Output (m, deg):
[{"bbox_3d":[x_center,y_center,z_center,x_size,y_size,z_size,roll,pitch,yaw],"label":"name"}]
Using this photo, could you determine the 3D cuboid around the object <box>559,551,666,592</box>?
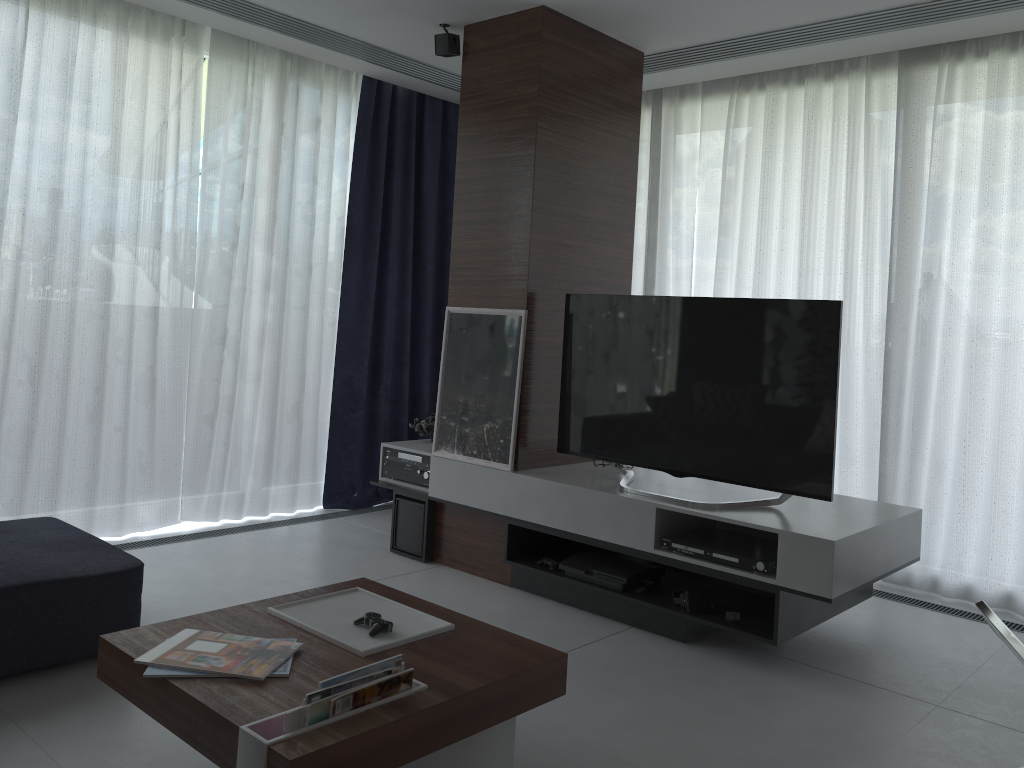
[{"bbox_3d":[0.410,0.758,3.609,0.315,0.067,0.313,7,5,42],"label":"object"}]

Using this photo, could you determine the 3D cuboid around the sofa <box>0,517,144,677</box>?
[{"bbox_3d":[-1.495,0.626,1.907,2.882,0.608,1.896,7,5,42],"label":"sofa"}]

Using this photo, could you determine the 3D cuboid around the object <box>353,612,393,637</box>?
[{"bbox_3d":[-0.352,0.608,2.254,0.070,0.036,0.113,1,4,-35],"label":"object"}]

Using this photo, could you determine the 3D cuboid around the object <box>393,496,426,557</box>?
[{"bbox_3d":[-0.410,0.682,4.309,0.214,0.251,0.254,4,2,42],"label":"object"}]

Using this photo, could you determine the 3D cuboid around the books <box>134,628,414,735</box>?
[{"bbox_3d":[2.989,1.016,0.578,8.250,0.373,0.405,5,2,21],"label":"books"}]

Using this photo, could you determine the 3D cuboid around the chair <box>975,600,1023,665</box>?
[{"bbox_3d":[0.971,0.756,1.314,0.464,0.709,0.395,3,0,15],"label":"chair"}]

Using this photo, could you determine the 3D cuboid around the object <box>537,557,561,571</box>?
[{"bbox_3d":[0.163,0.753,3.716,0.070,0.036,0.113,1,4,-35],"label":"object"}]

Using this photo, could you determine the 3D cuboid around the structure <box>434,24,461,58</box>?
[{"bbox_3d":[-0.311,-1.647,4.255,0.085,0.142,0.114,3,1,32],"label":"structure"}]

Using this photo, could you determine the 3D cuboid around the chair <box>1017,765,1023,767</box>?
[{"bbox_3d":[0.608,0.777,0.720,0.395,0.709,0.465,3,0,-30],"label":"chair"}]

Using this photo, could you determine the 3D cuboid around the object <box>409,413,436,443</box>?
[{"bbox_3d":[-0.382,0.227,4.618,0.311,0.150,0.137,3,1,-1],"label":"object"}]

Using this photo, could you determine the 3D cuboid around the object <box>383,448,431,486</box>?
[{"bbox_3d":[-0.395,0.411,4.454,0.371,0.150,0.368,6,4,42],"label":"object"}]

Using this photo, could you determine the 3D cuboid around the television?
[{"bbox_3d":[0.689,0.046,3.506,1.234,0.786,0.297,5,1,42],"label":"television"}]

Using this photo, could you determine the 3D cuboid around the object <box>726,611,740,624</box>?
[{"bbox_3d":[0.782,0.825,3.120,0.044,0.043,0.043,5,2,42],"label":"object"}]

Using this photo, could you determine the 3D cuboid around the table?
[{"bbox_3d":[-0.437,0.797,2.142,0.803,0.352,0.804,6,4,42],"label":"table"}]

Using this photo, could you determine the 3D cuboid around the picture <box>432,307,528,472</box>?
[{"bbox_3d":[-0.154,0.006,3.994,0.501,0.701,0.053,4,0,42],"label":"picture"}]

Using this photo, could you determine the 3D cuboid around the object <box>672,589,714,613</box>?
[{"bbox_3d":[0.665,0.790,3.307,0.116,0.079,0.184,3,3,-18],"label":"object"}]

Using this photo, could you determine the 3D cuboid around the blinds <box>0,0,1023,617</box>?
[{"bbox_3d":[-0.480,-0.393,1.823,7.123,2.772,5.818,0,4,-44],"label":"blinds"}]

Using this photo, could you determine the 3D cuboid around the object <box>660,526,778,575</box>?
[{"bbox_3d":[0.823,0.611,3.264,0.432,0.053,0.335,7,5,42],"label":"object"}]

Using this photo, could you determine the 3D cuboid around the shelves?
[{"bbox_3d":[0.448,0.646,3.954,2.357,0.499,0.871,7,4,42],"label":"shelves"}]
